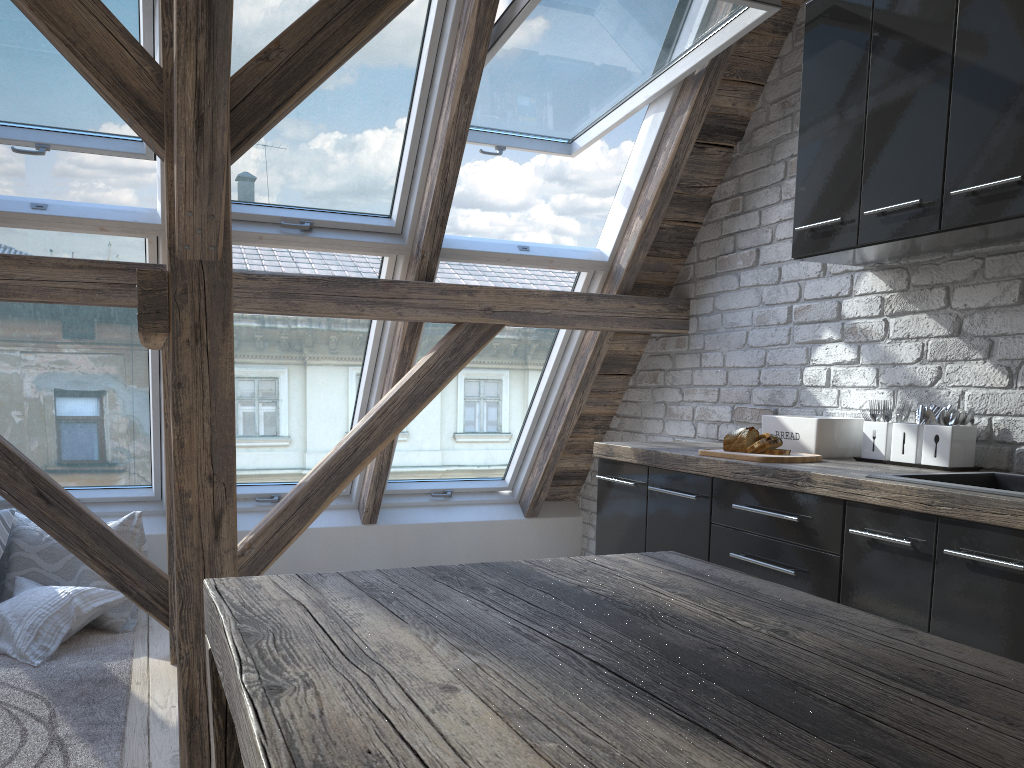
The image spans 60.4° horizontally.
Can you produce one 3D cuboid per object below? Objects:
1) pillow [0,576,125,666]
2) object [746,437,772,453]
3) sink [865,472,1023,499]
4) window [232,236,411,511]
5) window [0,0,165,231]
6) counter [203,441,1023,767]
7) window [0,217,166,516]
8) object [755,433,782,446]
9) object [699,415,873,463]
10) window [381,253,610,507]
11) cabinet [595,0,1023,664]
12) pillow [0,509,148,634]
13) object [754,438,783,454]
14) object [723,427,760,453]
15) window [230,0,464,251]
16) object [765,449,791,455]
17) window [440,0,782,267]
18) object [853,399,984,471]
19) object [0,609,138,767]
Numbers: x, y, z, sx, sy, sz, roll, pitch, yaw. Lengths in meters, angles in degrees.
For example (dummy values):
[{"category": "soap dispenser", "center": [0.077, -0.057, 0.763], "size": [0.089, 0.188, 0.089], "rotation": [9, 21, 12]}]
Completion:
[{"category": "pillow", "center": [-1.919, 0.945, 3.522], "size": [0.535, 0.244, 0.472], "rotation": [2, 1, 19]}, {"category": "object", "center": [0.815, 0.199, 2.874], "size": [0.072, 0.058, 0.083], "rotation": [4, 3, 43]}, {"category": "sink", "center": [1.263, 0.219, 2.157], "size": [0.514, 0.521, 0.521], "rotation": [0, 4, -22]}, {"category": "window", "center": [-1.018, 0.002, 3.987], "size": [0.855, 1.291, 1.086], "rotation": [-1, 4, -22]}, {"category": "window", "center": [-1.483, -1.210, 2.626], "size": [0.855, 1.290, 1.394], "rotation": [-1, 4, -22]}, {"category": "counter", "center": [0.574, 0.664, 1.715], "size": [2.240, 0.861, 3.784], "rotation": [1, 0, -23]}, {"category": "window", "center": [-1.868, -0.017, 3.637], "size": [0.855, 1.291, 1.086], "rotation": [-1, 4, -22]}, {"category": "object", "center": [0.853, 0.195, 2.918], "size": [0.074, 0.068, 0.079], "rotation": [4, 4, 39]}, {"category": "object", "center": [0.939, 0.179, 2.977], "size": [0.589, 0.135, 0.379], "rotation": [1, 1, -34]}, {"category": "window", "center": [-0.167, 0.021, 4.337], "size": [0.855, 1.291, 1.086], "rotation": [-1, 4, -22]}, {"category": "cabinet", "center": [0.733, -0.166, 1.455], "size": [2.091, 2.533, 4.182], "rotation": [0, 2, -22]}, {"category": "pillow", "center": [-2.164, 0.801, 3.747], "size": [1.154, 0.540, 0.496], "rotation": [1, 4, -17]}, {"category": "object", "center": [0.842, 0.201, 2.864], "size": [0.072, 0.055, 0.082], "rotation": [3, 3, 44]}, {"category": "object", "center": [0.765, 0.184, 2.938], "size": [0.089, 0.088, 0.086], "rotation": [4, 5, 45]}, {"category": "window", "center": [-0.614, -1.191, 2.930], "size": [0.855, 1.291, 1.086], "rotation": [-1, 4, -22]}, {"category": "object", "center": [0.867, 0.220, 2.850], "size": [0.077, 0.017, 0.068], "rotation": [1, 0, -45]}, {"category": "window", "center": [0.213, -1.172, 3.337], "size": [0.855, 1.290, 1.508], "rotation": [-1, 3, -22]}, {"category": "object", "center": [1.256, 0.151, 2.711], "size": [0.147, 0.202, 0.402], "rotation": [-1, 2, -21]}, {"category": "object", "center": [-2.819, 0.993, 2.512], "size": [3.186, 0.057, 2.171], "rotation": [1, 0, -22]}]
